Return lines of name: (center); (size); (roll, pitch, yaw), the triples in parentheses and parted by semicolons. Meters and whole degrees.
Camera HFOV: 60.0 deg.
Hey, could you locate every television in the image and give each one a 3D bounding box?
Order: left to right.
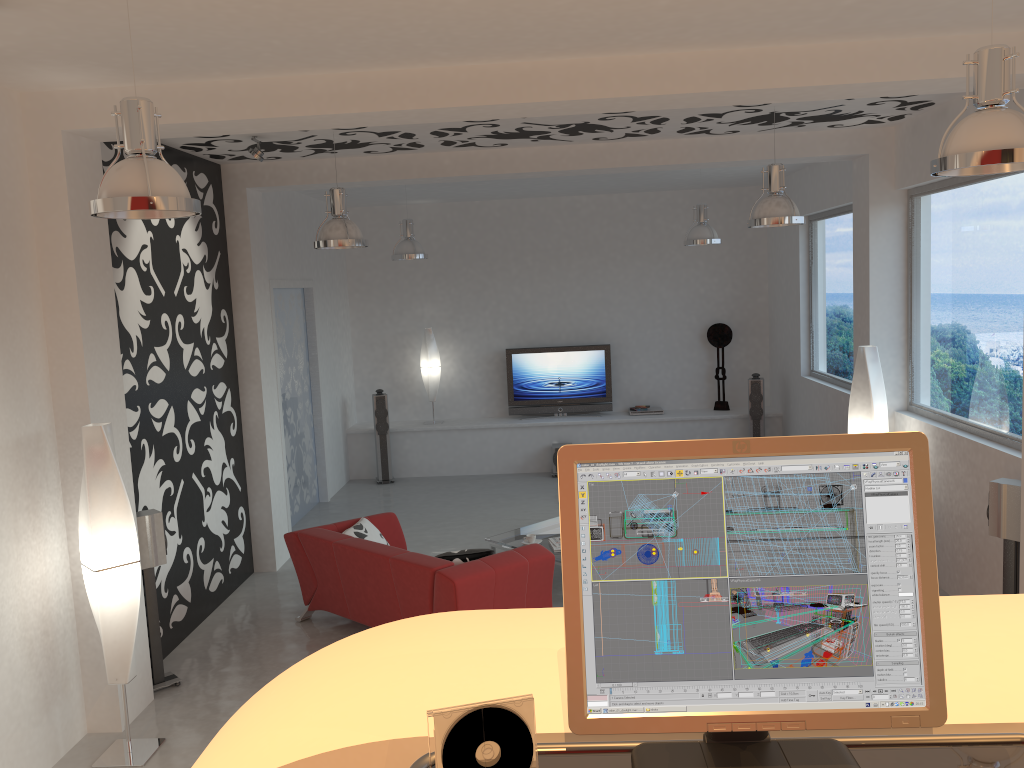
television: (0.616, -0.029, 11.566); (1.356, 0.919, 0.343); (-2, 6, 3)

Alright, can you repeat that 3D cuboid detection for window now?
window: (3.353, -0.856, 8.835); (0.100, 1.800, 2.400); (-2, 6, 3)
window: (3.223, -0.541, 6.056); (0.100, 1.800, 2.400); (-2, 6, 3)

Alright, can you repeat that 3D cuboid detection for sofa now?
sofa: (-0.653, 1.381, 6.130); (1.929, 0.738, 0.951); (3, 9, 43)

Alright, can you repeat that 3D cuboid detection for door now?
door: (-2.336, 0.185, 9.419); (0.240, 2.550, 1.600); (-2, 6, 3)

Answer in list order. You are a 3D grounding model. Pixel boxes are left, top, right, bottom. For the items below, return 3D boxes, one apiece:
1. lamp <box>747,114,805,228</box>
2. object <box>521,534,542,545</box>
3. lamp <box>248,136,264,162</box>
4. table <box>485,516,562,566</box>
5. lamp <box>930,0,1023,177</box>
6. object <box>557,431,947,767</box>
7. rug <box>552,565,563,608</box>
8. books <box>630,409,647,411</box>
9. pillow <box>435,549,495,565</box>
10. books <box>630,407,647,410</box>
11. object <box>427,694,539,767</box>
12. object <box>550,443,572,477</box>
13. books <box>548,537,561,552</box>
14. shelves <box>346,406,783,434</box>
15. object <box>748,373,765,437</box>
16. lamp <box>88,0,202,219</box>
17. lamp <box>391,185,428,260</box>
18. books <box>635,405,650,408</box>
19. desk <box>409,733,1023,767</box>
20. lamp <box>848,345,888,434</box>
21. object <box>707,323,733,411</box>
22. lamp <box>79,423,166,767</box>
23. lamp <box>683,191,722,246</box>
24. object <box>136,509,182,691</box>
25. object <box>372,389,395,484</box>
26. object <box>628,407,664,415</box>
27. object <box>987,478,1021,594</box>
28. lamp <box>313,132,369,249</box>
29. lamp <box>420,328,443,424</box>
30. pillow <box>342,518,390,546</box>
lamp: (1.786, -1.480, 6.023); (0.379, 0.800, 0.379); (1, 7, 32)
object: (0.159, 1.264, 7.210); (0.153, 0.069, 0.153); (1, 7, 29)
lamp: (-1.784, -1.635, 6.183); (0.112, 0.176, 0.118); (4, 9, 45)
table: (0.571, 1.404, 7.384); (1.097, 0.286, 1.162); (-8, 8, -42)
lamp: (1.648, -1.143, 3.045); (0.379, 0.800, 0.379); (-6, 7, -26)
object: (0.294, 0.296, 1.093); (0.458, 0.452, 0.230); (-2, 6, 3)
rug: (0.569, 1.549, 7.392); (1.700, 0.025, 1.700); (-8, 8, -42)
books: (1.645, 0.329, 11.530); (0.190, 0.015, 0.135); (-7, 7, -32)
pillow: (-0.311, 1.226, 5.779); (0.402, 0.343, 0.288); (-3, 6, -4)
books: (1.644, 0.313, 11.531); (0.190, 0.015, 0.135); (-5, 7, -17)
object: (-0.030, 0.467, 1.077); (0.133, 0.147, 0.151); (-4, 7, -14)
object: (0.634, 0.951, 11.094); (0.336, 0.374, 0.337); (-2, 6, 3)
books: (0.490, 1.275, 7.128); (0.367, 0.035, 0.345); (-4, 6, -7)
shelves: (0.639, 0.465, 11.503); (5.500, 0.050, 0.650); (-2, 6, 3)
object: (3.008, 0.451, 10.895); (0.255, 1.184, 0.273); (-1, 7, 18)
lamp: (-1.355, -1.015, 3.199); (0.379, 0.800, 0.379); (-6, 7, -26)
lamp: (-1.077, -1.690, 9.155); (0.379, 0.800, 0.379); (-3, 6, -1)
books: (1.694, 0.297, 11.522); (0.190, 0.015, 0.135); (-1, 6, 13)
desk: (0.427, 0.880, 1.027); (1.158, 0.723, 0.523); (-2, 6, 3)
lamp: (2.833, 0.586, 7.054); (0.313, 1.779, 0.313); (-3, 6, -5)
object: (2.694, -0.223, 11.448); (0.331, 1.130, 0.108); (1, 7, 28)
lamp: (-2.087, 1.091, 4.646); (0.313, 1.779, 0.313); (-2, 6, 11)
lamp: (1.925, -1.818, 9.000); (0.379, 0.800, 0.379); (3, 9, 42)
object: (-2.231, 1.342, 5.469); (0.229, 1.112, 0.214); (-8, 8, -42)
object: (-1.629, 0.648, 11.138); (0.255, 1.184, 0.273); (-4, 6, -12)
object: (1.742, 0.351, 11.555); (0.430, 0.045, 0.352); (-2, 6, 3)
object: (2.934, 1.122, 5.212); (0.214, 1.112, 0.229); (-7, 7, -32)
lamp: (-1.216, -1.353, 6.177); (0.379, 0.800, 0.379); (-3, 6, -4)
lamp: (-1.053, -0.109, 11.551); (0.263, 1.239, 0.263); (-3, 6, -5)
pillow: (-1.040, 1.185, 6.458); (0.288, 0.343, 0.402); (-2, 6, 10)
